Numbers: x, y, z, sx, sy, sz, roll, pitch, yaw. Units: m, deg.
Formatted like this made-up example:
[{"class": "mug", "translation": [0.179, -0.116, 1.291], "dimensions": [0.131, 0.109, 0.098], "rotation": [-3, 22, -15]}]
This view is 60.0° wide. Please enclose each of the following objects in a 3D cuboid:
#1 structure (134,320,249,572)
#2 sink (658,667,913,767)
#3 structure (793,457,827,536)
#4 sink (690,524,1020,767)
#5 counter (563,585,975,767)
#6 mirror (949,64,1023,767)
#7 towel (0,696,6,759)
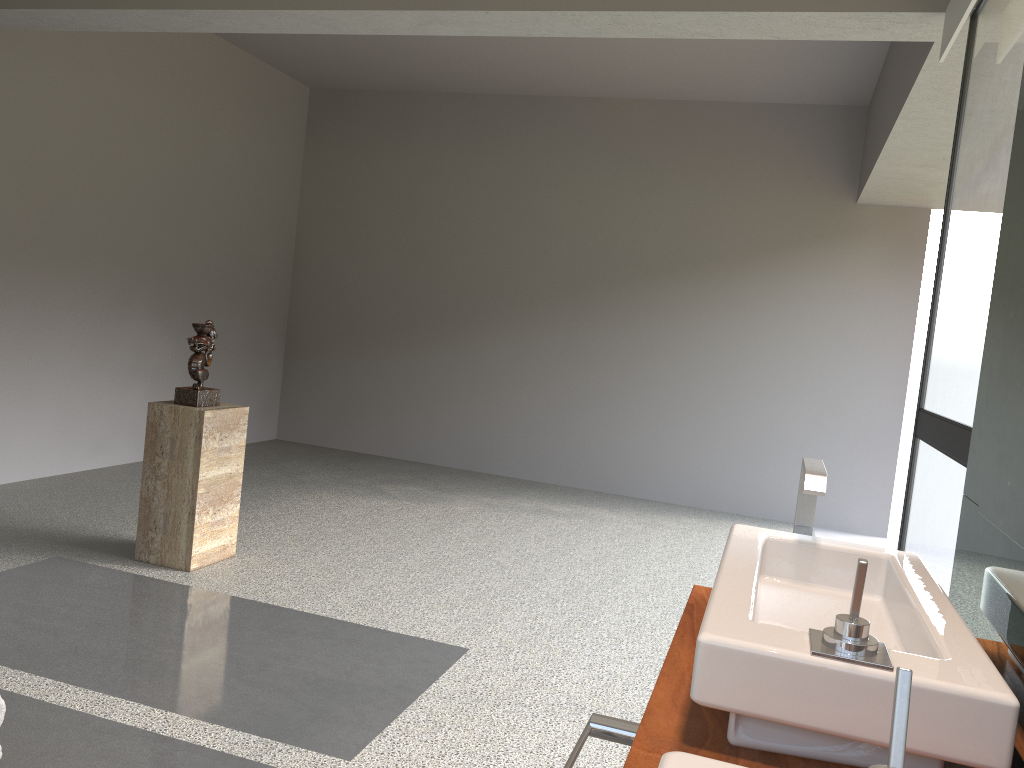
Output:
[{"class": "structure", "translation": [-1.405, 0.250, 3.954], "dimensions": [0.292, 1.073, 0.328], "rotation": [7, 3, 17]}, {"class": "sink", "translation": [0.187, 0.359, 0.359], "dimensions": [0.352, 0.266, 0.750], "rotation": [7, 4, 17]}, {"class": "structure", "translation": [0.556, 0.652, 1.819], "dimensions": [0.069, 0.988, 0.303], "rotation": [7, 3, 17]}, {"class": "sink", "translation": [0.497, 0.326, 1.374], "dimensions": [0.352, 0.266, 0.750], "rotation": [7, 4, 17]}, {"class": "counter", "translation": [0.245, 0.817, 0.923], "dimensions": [0.525, 0.704, 1.849], "rotation": [7, 4, 17]}, {"class": "mirror", "translation": [0.733, -0.274, 0.724], "dimensions": [0.253, 1.617, 1.791], "rotation": [7, 4, 17]}, {"class": "towel", "translation": [-0.903, 0.466, 1.144], "dimensions": [0.322, 0.145, 0.305], "rotation": [8, 4, 20]}]
